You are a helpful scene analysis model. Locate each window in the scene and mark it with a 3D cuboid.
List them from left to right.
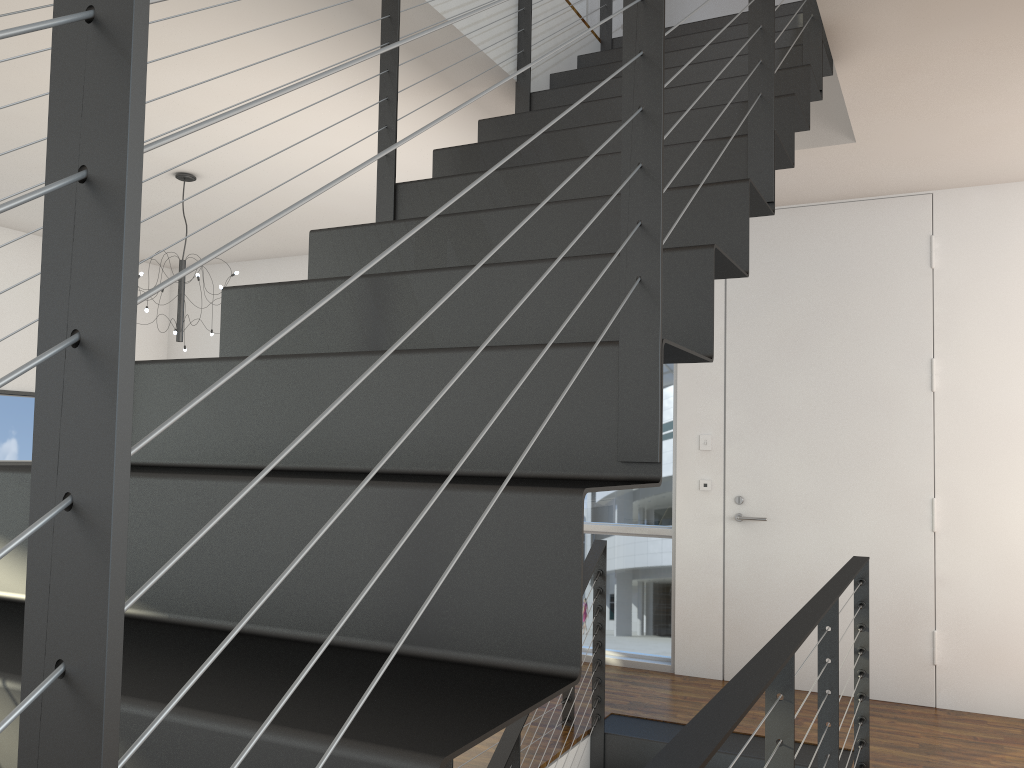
[{"bbox_3d":[-2.845,0.230,4.720,0.165,0.407,2.027,-1,-5,26],"label":"window"},{"bbox_3d":[0.470,0.304,4.503,0.836,2.209,0.115,-1,-3,26],"label":"window"}]

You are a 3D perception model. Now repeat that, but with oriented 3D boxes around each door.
[{"bbox_3d":[1.389,0.273,3.947,0.881,2.182,0.077,-1,-3,26],"label":"door"}]

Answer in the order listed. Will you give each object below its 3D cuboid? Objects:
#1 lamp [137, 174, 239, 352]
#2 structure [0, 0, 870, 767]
[{"bbox_3d":[-1.402,-0.531,3.786,0.619,0.725,0.590,4,-5,-42],"label":"lamp"},{"bbox_3d":[-0.071,0.682,1.614,1.094,6.288,4.368,0,-4,26],"label":"structure"}]
